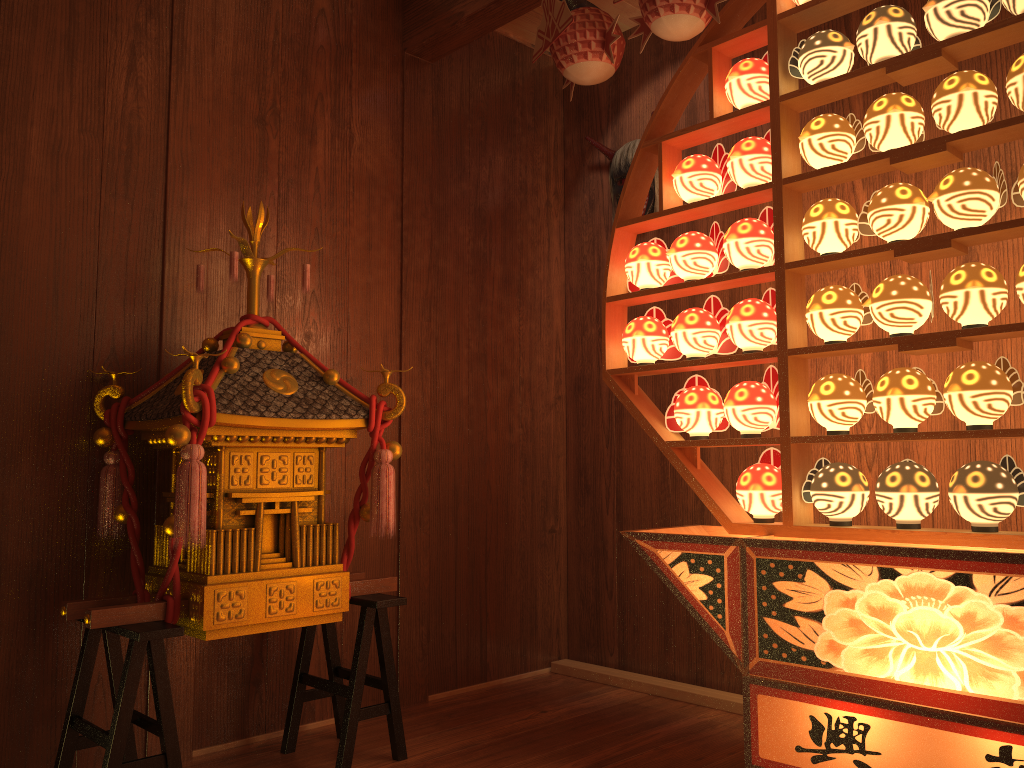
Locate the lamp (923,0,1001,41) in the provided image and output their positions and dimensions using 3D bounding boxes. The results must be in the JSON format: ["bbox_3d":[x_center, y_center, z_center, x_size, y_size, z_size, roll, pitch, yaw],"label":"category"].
[{"bbox_3d":[1.016,-0.857,2.037,0.158,0.167,0.138,0,-6,-4],"label":"lamp"}]

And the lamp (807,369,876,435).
[{"bbox_3d":[0.794,0.044,2.181,0.159,0.167,0.137,1,-6,-14],"label":"lamp"}]

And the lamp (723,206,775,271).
[{"bbox_3d":[0.633,-0.394,2.386,0.162,0.200,0.194,3,-6,-29],"label":"lamp"}]

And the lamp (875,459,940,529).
[{"bbox_3d":[0.910,0.252,2.037,0.135,0.161,0.161,-3,-6,26],"label":"lamp"}]

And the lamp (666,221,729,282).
[{"bbox_3d":[0.508,-0.375,2.519,0.160,0.191,0.178,1,-6,-14],"label":"lamp"}]

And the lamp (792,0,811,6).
[{"bbox_3d":[0.777,-1.067,2.297,0.162,0.200,0.194,3,-7,-34],"label":"lamp"}]

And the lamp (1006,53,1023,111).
[{"bbox_3d":[1.129,-0.654,1.890,0.162,0.173,0.135,4,-7,-39],"label":"lamp"}]

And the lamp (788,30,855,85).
[{"bbox_3d":[0.809,-0.834,2.261,0.143,0.167,0.152,3,-6,-28],"label":"lamp"}]

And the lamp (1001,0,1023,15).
[{"bbox_3d":[1.126,-0.873,1.915,0.162,0.173,0.135,3,-6,-29],"label":"lamp"}]

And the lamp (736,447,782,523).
[{"bbox_3d":[0.652,0.263,2.308,0.188,0.197,0.162,-4,-7,36],"label":"lamp"}]

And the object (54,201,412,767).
[{"bbox_3d":[-0.695,0.263,2.322,0.837,1.514,0.586,5,-8,-44],"label":"object"}]

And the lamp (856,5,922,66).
[{"bbox_3d":[0.905,-0.843,2.143,0.135,0.161,0.162,-4,-7,36],"label":"lamp"}]

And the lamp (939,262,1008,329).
[{"bbox_3d":[1.022,-0.201,1.960,0.135,0.167,0.162,-4,-6,31],"label":"lamp"}]

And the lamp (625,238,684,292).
[{"bbox_3d":[0.402,-0.362,2.626,0.184,0.187,0.161,-3,-6,26],"label":"lamp"}]

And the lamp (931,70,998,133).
[{"bbox_3d":[1.024,-0.639,2.001,0.135,0.167,0.161,-3,-6,26],"label":"lamp"}]

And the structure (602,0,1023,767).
[{"bbox_3d":[0.964,-0.123,2.018,0.507,2.195,1.893,5,-8,-44],"label":"structure"}]

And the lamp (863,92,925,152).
[{"bbox_3d":[0.913,-0.624,2.116,0.135,0.161,0.161,-3,-6,26],"label":"lamp"}]

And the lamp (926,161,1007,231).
[{"bbox_3d":[1.018,-0.418,2.002,0.155,0.167,0.141,-1,-6,11],"label":"lamp"}]

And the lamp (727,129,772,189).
[{"bbox_3d":[0.645,-0.612,2.394,0.162,0.195,0.183,3,-6,-29],"label":"lamp"}]

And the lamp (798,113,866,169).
[{"bbox_3d":[0.792,-0.614,2.244,0.159,0.167,0.137,1,-6,-14],"label":"lamp"}]

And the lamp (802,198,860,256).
[{"bbox_3d":[0.795,-0.396,2.212,0.135,0.167,0.161,-3,-6,26],"label":"lamp"}]

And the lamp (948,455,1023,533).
[{"bbox_3d":[1.019,0.238,1.927,0.159,0.167,0.137,1,-6,-14],"label":"lamp"}]

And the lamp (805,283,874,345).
[{"bbox_3d":[0.795,-0.176,2.197,0.161,0.167,0.135,2,-6,-24],"label":"lamp"}]

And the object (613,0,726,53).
[{"bbox_3d":[0.430,-1.042,2.302,0.223,0.306,0.336,5,-8,-43],"label":"object"}]

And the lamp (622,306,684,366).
[{"bbox_3d":[0.391,-0.146,2.615,0.183,0.195,0.162,-4,-6,31],"label":"lamp"}]

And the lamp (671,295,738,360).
[{"bbox_3d":[0.510,-0.161,2.491,0.162,0.200,0.194,3,-7,-34],"label":"lamp"}]

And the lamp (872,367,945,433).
[{"bbox_3d":[0.908,0.034,2.056,0.162,0.161,0.134,5,-8,-43],"label":"lamp"}]

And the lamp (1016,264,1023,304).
[{"bbox_3d":[1.127,-0.215,1.852,0.162,0.173,0.135,3,-6,-29],"label":"lamp"}]

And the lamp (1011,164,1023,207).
[{"bbox_3d":[1.144,-0.436,1.859,0.137,0.173,0.160,-2,-6,16],"label":"lamp"}]

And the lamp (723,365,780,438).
[{"bbox_3d":[0.625,0.046,2.351,0.160,0.200,0.196,2,-6,-18],"label":"lamp"}]

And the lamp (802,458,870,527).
[{"bbox_3d":[0.803,0.262,2.154,0.141,0.167,0.154,1,-6,-13],"label":"lamp"}]

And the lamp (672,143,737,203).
[{"bbox_3d":[0.522,-0.600,2.526,0.160,0.200,0.196,2,-6,-18],"label":"lamp"}]

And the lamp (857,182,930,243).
[{"bbox_3d":[0.921,-0.405,2.094,0.141,0.161,0.154,1,-6,-13],"label":"lamp"}]

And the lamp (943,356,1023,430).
[{"bbox_3d":[1.019,0.020,1.948,0.159,0.167,0.137,1,-6,-14],"label":"lamp"}]

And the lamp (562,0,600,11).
[{"bbox_3d":[0.245,-1.256,2.981,0.131,0.176,0.180,-4,-6,32],"label":"lamp"}]

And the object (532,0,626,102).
[{"bbox_3d":[0.208,-1.009,2.522,0.243,0.311,0.357,1,-6,-18],"label":"object"}]

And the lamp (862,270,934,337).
[{"bbox_3d":[0.908,-0.184,2.089,0.153,0.161,0.142,-2,-6,21],"label":"lamp"}]

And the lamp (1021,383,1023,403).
[{"bbox_3d":[1.145,0.003,1.815,0.138,0.173,0.159,-1,-6,11],"label":"lamp"}]

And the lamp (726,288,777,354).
[{"bbox_3d":[0.635,-0.171,2.363,0.162,0.192,0.177,3,-6,-29],"label":"lamp"}]

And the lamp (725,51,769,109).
[{"bbox_3d":[0.645,-0.834,2.415,0.162,0.200,0.194,3,-6,-29],"label":"lamp"}]

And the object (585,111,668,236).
[{"bbox_3d":[0.458,-0.764,3.390,0.142,0.453,0.351,5,-8,-44],"label":"object"}]

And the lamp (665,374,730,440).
[{"bbox_3d":[0.522,0.061,2.468,0.185,0.194,0.158,-1,-6,6],"label":"lamp"}]
